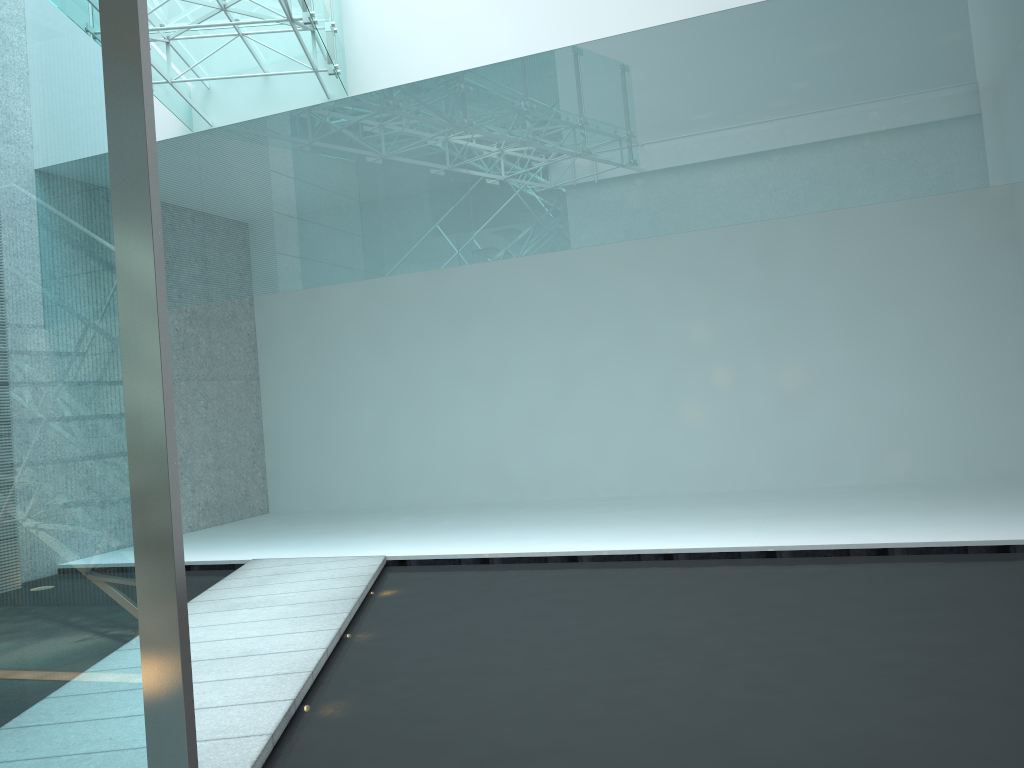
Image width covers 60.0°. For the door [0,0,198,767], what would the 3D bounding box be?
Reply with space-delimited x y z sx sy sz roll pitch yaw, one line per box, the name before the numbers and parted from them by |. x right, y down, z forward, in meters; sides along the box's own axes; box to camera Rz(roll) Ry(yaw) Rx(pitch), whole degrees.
door | -1.082 -0.100 1.916 0.864 2.068 0.076 -6 -3 20
